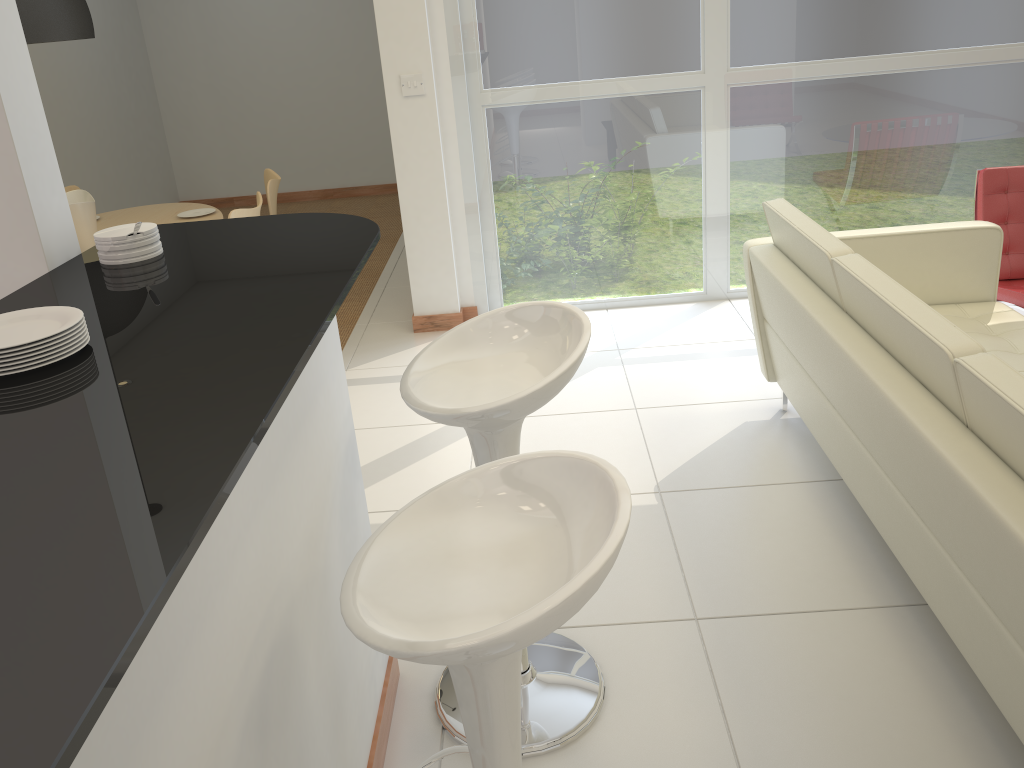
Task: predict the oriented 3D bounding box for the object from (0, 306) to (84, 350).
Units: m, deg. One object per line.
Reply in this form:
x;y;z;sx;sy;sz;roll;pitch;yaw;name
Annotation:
-0.809;-0.086;1.440;0.212;0.015;0.213;17;32;42;object

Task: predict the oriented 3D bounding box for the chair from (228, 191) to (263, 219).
-1.458;-0.475;4.511;0.515;0.889;0.532;-4;21;2;chair

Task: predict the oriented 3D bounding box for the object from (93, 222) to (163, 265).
-0.892;-0.338;2.041;0.140;0.096;0.176;-7;23;-4;object

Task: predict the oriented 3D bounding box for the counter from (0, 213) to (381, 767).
-0.687;0.152;1.002;0.735;0.019;3.025;-4;23;2;counter

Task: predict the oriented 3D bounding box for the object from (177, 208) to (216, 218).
-1.782;-0.963;5.004;0.212;0.015;0.213;-19;27;-30;object

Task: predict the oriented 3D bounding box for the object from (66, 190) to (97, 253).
-2.148;-0.785;4.341;0.262;0.274;0.275;11;27;35;object

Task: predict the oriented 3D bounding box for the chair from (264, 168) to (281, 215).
-1.539;-0.752;5.174;0.517;0.889;0.530;-11;22;-13;chair

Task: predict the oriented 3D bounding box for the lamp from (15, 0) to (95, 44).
-2.286;-2.239;3.797;0.594;1.465;0.606;-4;21;4;lamp

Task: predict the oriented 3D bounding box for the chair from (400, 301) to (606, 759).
-0.014;0.342;2.158;0.465;1.001;0.465;-10;22;-11;chair

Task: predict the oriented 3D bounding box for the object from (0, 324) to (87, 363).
-0.807;-0.066;1.447;0.212;0.015;0.213;17;32;42;object

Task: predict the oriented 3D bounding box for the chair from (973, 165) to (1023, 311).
2.473;-0.508;3.858;0.699;0.801;0.721;-2;22;7;chair

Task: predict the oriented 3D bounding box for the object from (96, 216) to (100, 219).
-2.483;-0.938;5.095;0.211;0.015;0.213;-13;24;-18;object

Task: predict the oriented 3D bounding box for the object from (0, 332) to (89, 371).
-0.806;-0.054;1.452;0.212;0.015;0.213;17;32;42;object

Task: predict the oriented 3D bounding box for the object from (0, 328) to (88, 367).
-0.806;-0.060;1.450;0.212;0.015;0.213;17;32;42;object

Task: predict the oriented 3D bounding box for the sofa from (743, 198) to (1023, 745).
1.415;0.160;2.381;1.000;0.905;2.617;-4;23;2;sofa

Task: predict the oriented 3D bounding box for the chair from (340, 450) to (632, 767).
-0.016;0.637;1.470;0.464;1.001;0.466;0;22;12;chair

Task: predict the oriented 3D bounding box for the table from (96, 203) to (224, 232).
-2.121;-0.320;4.506;1.279;0.715;2.308;-4;23;3;table

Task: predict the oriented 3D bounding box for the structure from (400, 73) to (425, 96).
-0.509;-1.529;4.526;0.114;0.102;0.013;-4;21;2;structure

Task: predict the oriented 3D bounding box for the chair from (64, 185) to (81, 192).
-2.503;-0.664;5.172;0.517;0.889;0.530;5;24;25;chair

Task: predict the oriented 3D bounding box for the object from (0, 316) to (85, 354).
-0.808;-0.079;1.442;0.212;0.015;0.213;17;32;42;object

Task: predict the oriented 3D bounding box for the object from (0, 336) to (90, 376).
-0.805;-0.047;1.455;0.212;0.015;0.213;17;32;42;object

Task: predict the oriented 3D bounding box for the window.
1.394;-1.742;4.602;3.432;2.662;0.123;-4;21;2;window

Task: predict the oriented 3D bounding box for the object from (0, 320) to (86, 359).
-0.808;-0.073;1.445;0.212;0.015;0.213;17;32;42;object
